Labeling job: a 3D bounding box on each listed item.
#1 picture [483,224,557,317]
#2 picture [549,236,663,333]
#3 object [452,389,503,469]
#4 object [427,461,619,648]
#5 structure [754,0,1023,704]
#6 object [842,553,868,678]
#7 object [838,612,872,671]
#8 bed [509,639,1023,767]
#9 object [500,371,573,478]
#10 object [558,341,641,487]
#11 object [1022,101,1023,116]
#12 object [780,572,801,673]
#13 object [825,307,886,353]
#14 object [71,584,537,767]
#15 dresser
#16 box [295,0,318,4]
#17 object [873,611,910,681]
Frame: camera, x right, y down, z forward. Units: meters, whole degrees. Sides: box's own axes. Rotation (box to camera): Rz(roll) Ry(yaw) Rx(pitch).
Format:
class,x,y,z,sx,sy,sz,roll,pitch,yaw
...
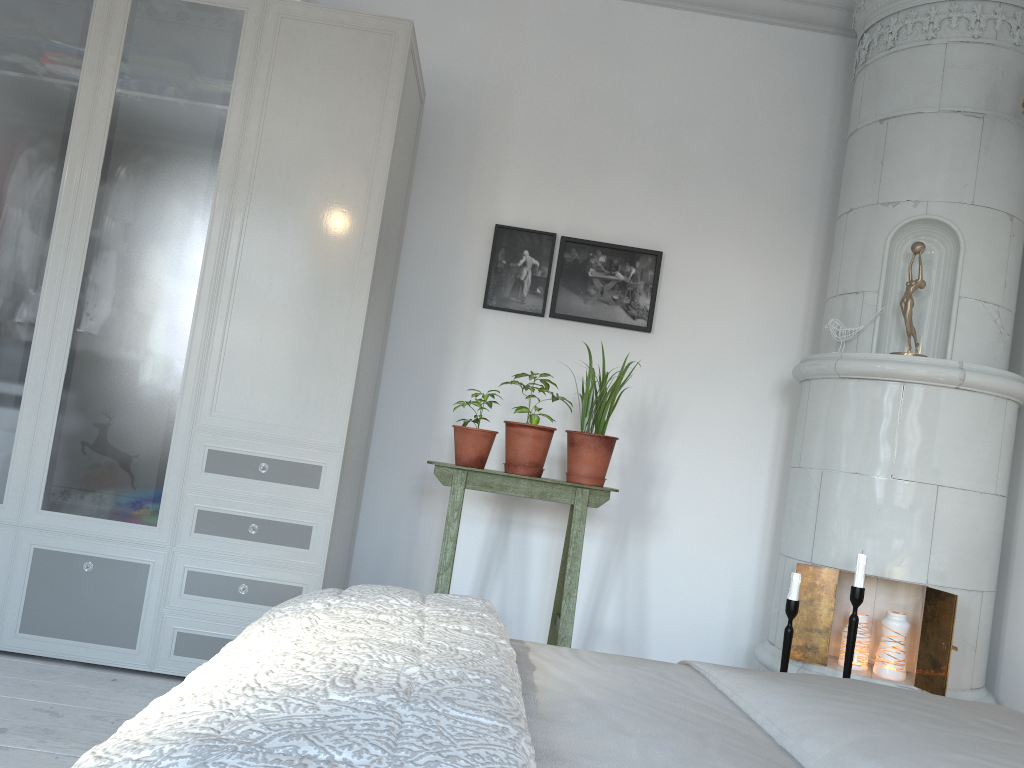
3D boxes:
class,x,y,z,sx,sy,sz,roll,pitch,yaw
picture,0.031,-0.456,3.570,0.250,0.341,0.022,9,-3,-1
picture,0.378,-0.401,3.573,0.415,0.329,0.037,9,-3,-1
object,-0.137,0.150,3.080,0.195,0.277,0.176,11,-4,-34
object,-0.020,0.698,3.064,0.671,0.774,0.431,9,-3,-1
structure,1.266,-0.071,3.002,0.800,2.833,1.250,6,-4,44
object,0.985,0.846,2.606,0.091,0.718,0.091,8,-3,8
object,1.134,0.848,2.925,0.093,0.179,0.093,8,-3,3
bed,0.649,0.502,0.830,2.176,1.045,1.890,9,-4,-1
object,0.071,0.133,3.069,0.258,0.369,0.235,8,-3,11
object,0.286,0.101,3.071,0.300,0.498,0.333,10,-3,-18
object,1.683,-0.981,2.801,0.105,0.505,0.117,10,-3,-28
object,0.835,0.881,2.725,0.091,0.621,0.091,10,-3,-23
object,1.154,-0.180,3.002,0.196,0.165,0.059,5,-5,44
object,-0.180,0.338,0.821,0.405,0.104,1.461,9,-4,-1
dresser,-1.197,-0.196,3.082,1.432,2.161,0.631,9,-3,-1
box,-0.799,-1.307,3.125,0.182,0.158,0.227,8,-4,4
object,1.228,0.842,2.858,0.098,0.209,0.098,9,-3,-3
